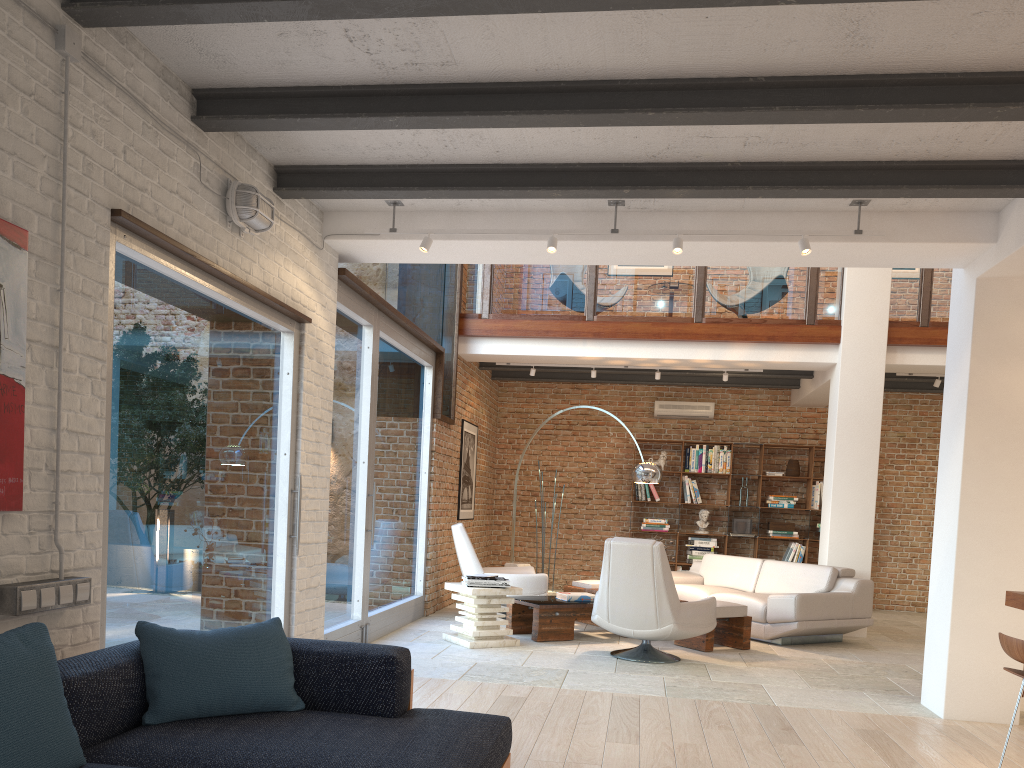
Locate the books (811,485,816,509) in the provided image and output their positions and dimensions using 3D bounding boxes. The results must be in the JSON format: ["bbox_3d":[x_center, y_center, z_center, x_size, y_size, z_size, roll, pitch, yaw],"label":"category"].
[{"bbox_3d":[4.062,1.539,11.831,0.055,0.329,0.255,3,-1,9],"label":"books"}]

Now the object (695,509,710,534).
[{"bbox_3d":[2.639,1.898,12.055,0.195,0.349,0.194,3,0,24],"label":"object"}]

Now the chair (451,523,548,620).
[{"bbox_3d":[-0.162,1.961,9.091,0.984,0.995,1.030,3,-3,-7],"label":"chair"}]

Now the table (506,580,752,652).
[{"bbox_3d":[0.922,2.206,8.434,1.982,0.427,2.209,7,-8,-30],"label":"table"}]

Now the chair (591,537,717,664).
[{"bbox_3d":[1.086,1.754,7.120,1.024,1.013,0.978,2,-3,25],"label":"chair"}]

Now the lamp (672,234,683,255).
[{"bbox_3d":[0.978,-0.822,5.140,0.061,0.128,0.086,3,0,11],"label":"lamp"}]

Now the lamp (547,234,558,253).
[{"bbox_3d":[0.242,-0.849,5.247,0.061,0.120,0.086,3,-1,11],"label":"lamp"}]

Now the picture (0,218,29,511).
[{"bbox_3d":[-1.725,-0.093,2.612,0.019,0.957,0.746,3,-1,9],"label":"picture"}]

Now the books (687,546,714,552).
[{"bbox_3d":[2.604,2.277,12.060,0.326,0.055,0.257,2,-7,3],"label":"books"}]

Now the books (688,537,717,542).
[{"bbox_3d":[2.634,2.149,12.076,0.379,0.036,0.246,2,-8,8],"label":"books"}]

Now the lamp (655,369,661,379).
[{"bbox_3d":[1.696,-0.107,10.137,0.061,0.128,0.086,3,0,11],"label":"lamp"}]

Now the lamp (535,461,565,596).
[{"bbox_3d":[0.468,1.943,11.713,0.419,1.817,0.198,2,3,-21],"label":"lamp"}]

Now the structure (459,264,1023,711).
[{"bbox_3d":[3.564,0.028,5.115,10.141,4.117,13.979,2,-7,9],"label":"structure"}]

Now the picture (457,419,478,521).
[{"bbox_3d":[-0.537,1.069,10.644,0.027,1.192,0.916,3,-1,9],"label":"picture"}]

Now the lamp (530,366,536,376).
[{"bbox_3d":[0.247,-0.150,10.347,0.059,0.129,0.086,2,0,-21],"label":"lamp"}]

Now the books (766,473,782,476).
[{"bbox_3d":[3.555,1.235,11.841,0.205,0.033,0.133,2,-7,8],"label":"books"}]

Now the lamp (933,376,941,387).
[{"bbox_3d":[4.729,-0.018,9.691,0.059,0.129,0.086,2,0,-21],"label":"lamp"}]

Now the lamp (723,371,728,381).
[{"bbox_3d":[2.458,-0.090,10.035,0.060,0.115,0.095,3,-1,15],"label":"lamp"}]

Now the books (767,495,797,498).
[{"bbox_3d":[3.676,1.536,11.898,0.355,0.020,0.274,2,-8,7],"label":"books"}]

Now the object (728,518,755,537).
[{"bbox_3d":[3.151,1.967,11.955,0.335,0.232,0.285,2,-4,9],"label":"object"}]

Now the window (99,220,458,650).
[{"bbox_3d":[-1.556,-1.300,5.301,0.647,6.358,12.440,3,-5,9],"label":"window"}]

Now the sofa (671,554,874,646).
[{"bbox_3d":[2.477,2.229,9.226,1.150,0.752,2.333,6,-7,-31],"label":"sofa"}]

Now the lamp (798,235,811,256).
[{"bbox_3d":[1.692,-0.801,5.038,0.059,0.129,0.086,2,0,-21],"label":"lamp"}]

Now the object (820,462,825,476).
[{"bbox_3d":[4.377,1.172,11.757,0.439,0.218,0.438,7,-7,-40],"label":"object"}]

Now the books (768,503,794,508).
[{"bbox_3d":[3.674,1.665,11.894,0.326,0.055,0.257,0,-8,18],"label":"books"}]

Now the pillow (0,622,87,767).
[{"bbox_3d":[-1.375,0.797,1.889,0.254,0.413,1.222,3,-7,8],"label":"pillow"}]

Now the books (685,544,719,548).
[{"bbox_3d":[2.624,2.241,12.068,0.444,0.020,0.274,2,-8,8],"label":"books"}]

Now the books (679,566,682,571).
[{"bbox_3d":[2.335,2.724,12.151,0.036,0.382,0.244,3,0,9],"label":"books"}]

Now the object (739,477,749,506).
[{"bbox_3d":[3.173,1.473,11.911,0.121,0.398,0.062,3,3,11],"label":"object"}]

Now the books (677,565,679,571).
[{"bbox_3d":[2.296,2.720,12.141,0.036,0.382,0.244,3,0,9],"label":"books"}]

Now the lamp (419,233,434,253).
[{"bbox_3d":[-0.529,-0.866,5.368,0.087,0.129,0.059,3,1,-31],"label":"lamp"}]

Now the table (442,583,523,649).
[{"bbox_3d":[-0.259,1.992,7.545,0.498,0.503,0.494,4,-3,-31],"label":"table"}]

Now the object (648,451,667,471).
[{"bbox_3d":[2.016,1.059,12.066,0.251,0.282,0.131,2,1,16],"label":"object"}]

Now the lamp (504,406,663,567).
[{"bbox_3d":[0.768,1.411,9.631,2.025,2.345,0.320,1,1,45],"label":"lamp"}]

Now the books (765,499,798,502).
[{"bbox_3d":[3.672,1.591,11.889,0.379,0.018,0.246,3,-8,1],"label":"books"}]

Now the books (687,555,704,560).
[{"bbox_3d":[2.618,2.402,12.090,0.361,0.055,0.285,1,-7,11],"label":"books"}]

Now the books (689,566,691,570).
[{"bbox_3d":[2.500,2.728,12.135,0.079,0.384,0.244,3,0,9],"label":"books"}]

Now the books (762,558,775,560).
[{"bbox_3d":[3.522,2.418,11.968,0.132,0.033,0.207,2,-7,4],"label":"books"}]

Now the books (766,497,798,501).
[{"bbox_3d":[3.674,1.562,11.879,0.379,0.036,0.246,3,-8,2],"label":"books"}]

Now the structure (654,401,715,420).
[{"bbox_3d":[2.397,0.366,12.151,0.811,0.219,0.201,2,-2,8],"label":"structure"}]

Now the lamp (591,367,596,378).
[{"bbox_3d":[0.961,-0.133,10.245,0.061,0.120,0.086,3,-1,11],"label":"lamp"}]

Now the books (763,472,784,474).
[{"bbox_3d":[3.552,1.210,11.847,0.236,0.019,0.172,3,-8,2],"label":"books"}]

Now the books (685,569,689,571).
[{"bbox_3d":[2.433,2.750,12.123,0.055,0.329,0.255,3,-1,9],"label":"books"}]

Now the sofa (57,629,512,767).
[{"bbox_3d":[-0.722,1.078,1.598,2.077,0.656,3.986,2,-8,9],"label":"sofa"}]

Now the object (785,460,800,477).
[{"bbox_3d":[3.804,1.143,11.797,0.195,0.232,0.192,4,-2,-34],"label":"object"}]

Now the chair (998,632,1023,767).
[{"bbox_3d":[2.264,1.459,3.690,0.422,0.773,0.404,3,1,9],"label":"chair"}]

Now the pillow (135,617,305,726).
[{"bbox_3d":[-1.075,1.041,3.205,0.568,0.327,0.377,6,-4,-31],"label":"pillow"}]

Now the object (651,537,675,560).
[{"bbox_3d":[1.342,1.764,8.508,0.544,0.606,0.315,4,0,-21],"label":"object"}]

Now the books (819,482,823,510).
[{"bbox_3d":[4.197,1.518,11.832,0.101,0.383,0.244,3,0,9],"label":"books"}]

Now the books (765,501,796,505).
[{"bbox_3d":[3.657,1.619,11.903,0.379,0.036,0.246,2,-8,8],"label":"books"}]
